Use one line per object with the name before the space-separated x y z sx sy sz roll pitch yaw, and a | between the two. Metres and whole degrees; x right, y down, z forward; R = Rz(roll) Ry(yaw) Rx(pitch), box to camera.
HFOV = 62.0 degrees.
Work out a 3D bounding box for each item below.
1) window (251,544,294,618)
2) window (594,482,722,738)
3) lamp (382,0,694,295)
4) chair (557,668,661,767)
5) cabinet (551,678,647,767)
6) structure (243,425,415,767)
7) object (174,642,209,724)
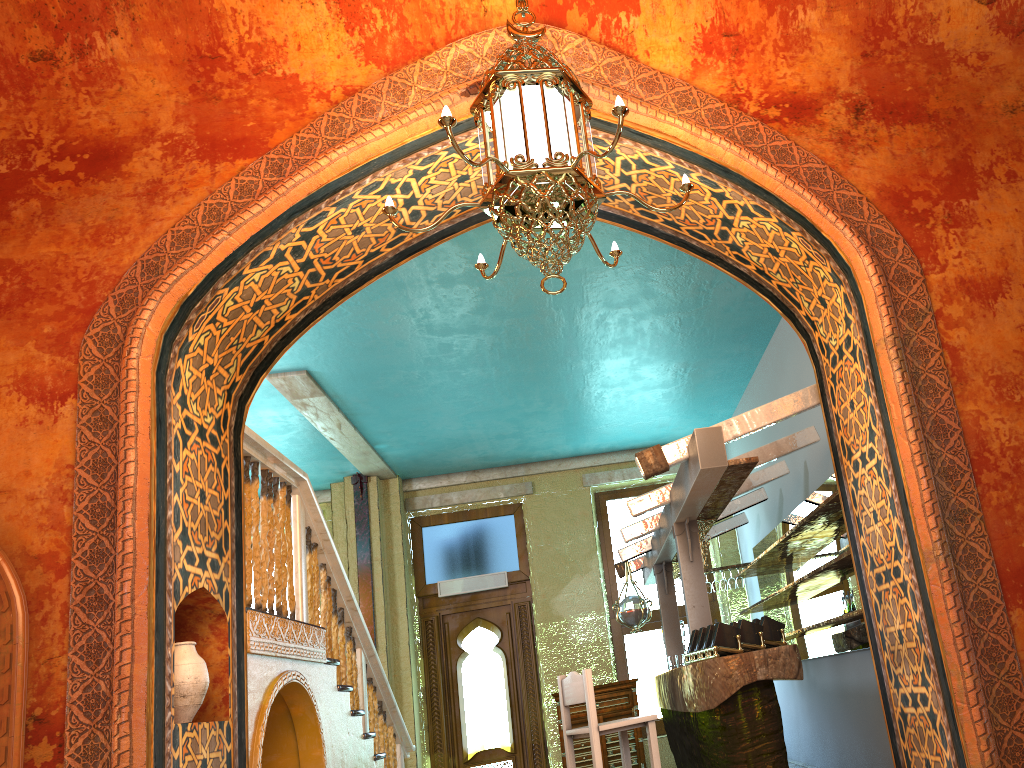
window | -3.295 3.684 10.916 1.587 3.333 0.087 -5 -15 -9
window | 2.113 3.059 11.873 1.587 3.333 0.087 -5 -15 -9
lamp | 0.058 -1.464 3.739 1.326 2.305 1.125 -6 -16 -4
chair | 0.704 2.620 5.842 0.548 1.302 0.467 1 -18 -28
cabinet | 1.138 4.515 10.850 1.152 1.270 0.612 -6 -16 -7
structure | -2.122 2.796 7.295 1.832 3.057 5.933 -8 -20 1
object | -1.626 1.465 4.165 0.243 0.374 0.268 -12 -18 13
